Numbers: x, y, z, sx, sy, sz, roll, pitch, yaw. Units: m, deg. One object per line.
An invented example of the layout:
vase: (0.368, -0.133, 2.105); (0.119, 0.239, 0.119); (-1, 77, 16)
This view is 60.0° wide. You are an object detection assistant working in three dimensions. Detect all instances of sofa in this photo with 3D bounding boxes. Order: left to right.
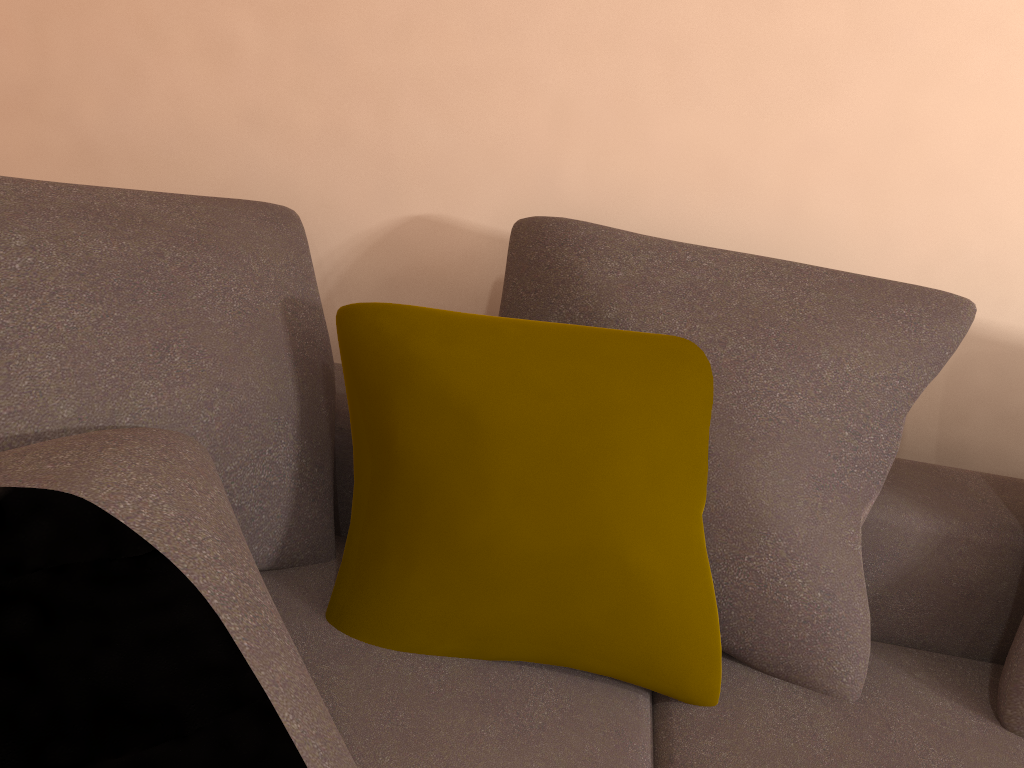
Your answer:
sofa: (0.626, 0.811, 0.855); (3.565, 0.776, 1.906); (10, 20, 5)

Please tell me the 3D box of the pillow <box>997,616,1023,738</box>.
pillow: (1.122, 0.255, 1.253); (0.783, 0.590, 0.459); (11, 20, 9)

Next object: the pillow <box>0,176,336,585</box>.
pillow: (-0.571, -0.001, 1.301); (0.806, 0.578, 0.483); (-11, 27, -41)

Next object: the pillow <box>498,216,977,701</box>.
pillow: (0.275, 0.074, 1.466); (0.787, 0.576, 0.431); (15, 21, 19)

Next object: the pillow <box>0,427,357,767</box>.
pillow: (-0.516, 0.346, 0.790); (0.792, 0.415, 0.645); (-11, 27, -42)

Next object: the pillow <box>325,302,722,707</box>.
pillow: (0.023, 0.167, 1.293); (0.631, 0.486, 0.335); (7, 20, -2)
